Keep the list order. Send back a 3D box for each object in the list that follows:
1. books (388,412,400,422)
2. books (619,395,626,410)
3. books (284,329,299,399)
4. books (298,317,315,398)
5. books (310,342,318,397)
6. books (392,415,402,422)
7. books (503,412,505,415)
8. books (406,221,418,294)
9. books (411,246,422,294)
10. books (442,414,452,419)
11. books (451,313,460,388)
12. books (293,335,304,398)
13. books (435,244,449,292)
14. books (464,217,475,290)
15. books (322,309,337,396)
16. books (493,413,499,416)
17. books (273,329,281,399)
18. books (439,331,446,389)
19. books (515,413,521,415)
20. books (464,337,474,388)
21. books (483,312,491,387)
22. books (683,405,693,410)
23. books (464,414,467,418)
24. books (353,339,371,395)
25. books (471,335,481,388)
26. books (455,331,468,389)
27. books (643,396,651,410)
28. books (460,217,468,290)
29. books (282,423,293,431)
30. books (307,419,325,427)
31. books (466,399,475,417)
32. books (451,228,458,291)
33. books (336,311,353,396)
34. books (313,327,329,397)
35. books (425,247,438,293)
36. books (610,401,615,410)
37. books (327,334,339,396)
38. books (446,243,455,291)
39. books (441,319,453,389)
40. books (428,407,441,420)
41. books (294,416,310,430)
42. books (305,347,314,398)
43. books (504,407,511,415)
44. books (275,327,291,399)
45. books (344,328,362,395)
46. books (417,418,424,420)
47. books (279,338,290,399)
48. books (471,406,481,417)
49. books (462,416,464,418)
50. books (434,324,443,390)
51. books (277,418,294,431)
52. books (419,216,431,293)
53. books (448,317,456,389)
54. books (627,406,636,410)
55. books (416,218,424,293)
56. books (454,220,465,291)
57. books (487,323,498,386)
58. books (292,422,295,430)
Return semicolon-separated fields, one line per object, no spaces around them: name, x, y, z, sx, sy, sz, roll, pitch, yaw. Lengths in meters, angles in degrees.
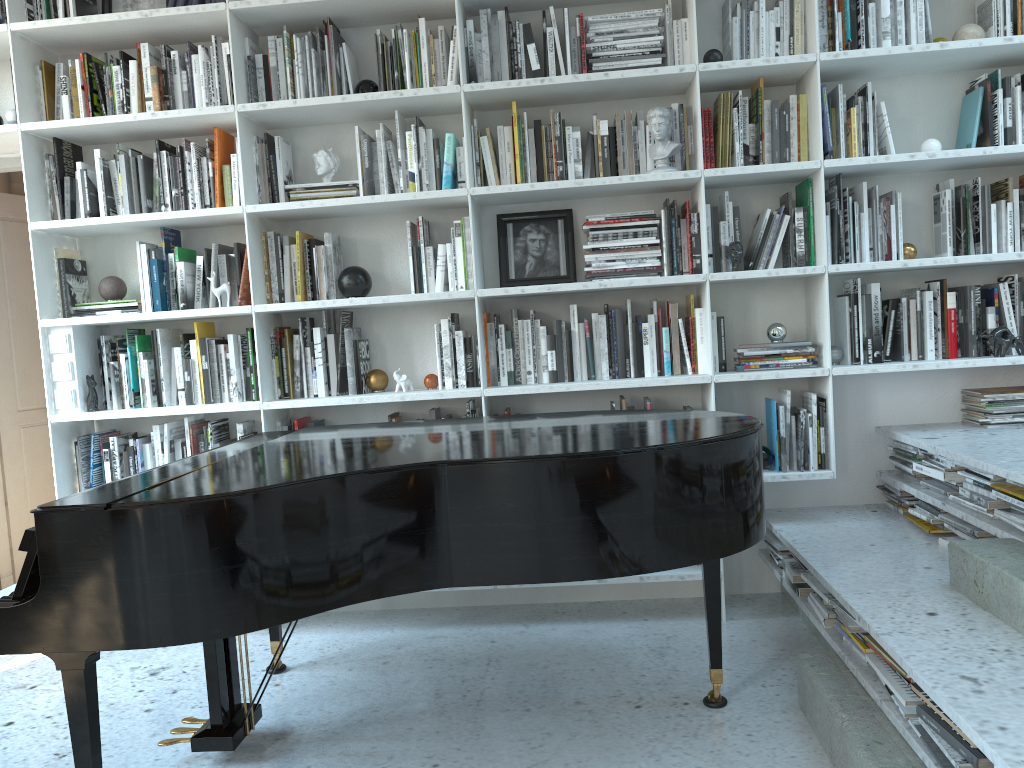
books;-0.461;0.259;3.532;0.012;0.285;0.159;-3;4;5
books;0.429;0.200;3.384;0.013;0.303;0.181;-3;4;5
books;-0.858;-0.082;3.516;0.012;0.272;0.181;-3;4;5
books;-0.804;-0.107;3.517;0.014;0.313;0.166;-3;4;5
books;-0.759;-0.060;3.518;0.021;0.215;0.171;-3;4;5
books;-0.448;0.266;3.527;0.012;0.271;0.142;-3;4;5
books;-0.019;0.245;3.431;0.011;0.266;0.152;-3;4;5
books;-0.381;-0.485;3.464;0.012;0.285;0.159;-3;4;5
books;-0.360;-0.436;3.462;0.025;0.186;0.153;-3;4;5
books;-0.246;0.257;3.487;0.011;0.266;0.190;-3;4;5
books;-0.214;-0.132;3.482;0.014;0.291;0.131;-3;4;5
books;-0.830;-0.072;3.523;0.042;0.248;0.162;-3;4;5
books;-0.266;-0.443;3.454;0.057;0.189;0.156;-3;4;5
books;-0.157;-0.496;3.436;0.021;0.282;0.161;-3;4;5
books;-0.718;-0.126;3.532;0.013;0.339;0.137;-3;4;5
books;-0.056;0.250;3.438;0.014;0.261;0.132;-3;4;5
books;-0.912;-0.082;3.541;0.013;0.276;0.147;-3;4;5
books;-0.263;-0.097;3.497;0.015;0.225;0.148;-3;4;5
books;0.029;0.247;3.408;0.021;0.260;0.169;-3;4;5
books;-0.159;-0.088;3.493;0.031;0.195;0.142;-3;4;5
books;-0.090;-0.137;3.477;0.012;0.285;0.159;-3;4;5
books;0.678;0.211;3.388;0.022;0.249;0.130;-3;4;5
books;-0.164;0.251;3.488;0.013;0.268;0.183;-3;4;5
books;-0.592;-0.069;3.516;0.023;0.212;0.160;-3;4;5
books;-0.134;-0.092;3.477;0.024;0.201;0.158;-3;4;5
books;-0.192;-0.098;3.474;0.029;0.221;0.153;-3;4;5
books;0.522;0.199;3.381;0.015;0.293;0.169;-3;4;5
books;-0.173;-0.494;3.434;0.011;0.279;0.187;-3;4;5
books;-0.883;0.294;3.570;0.023;0.266;0.134;-3;4;5
books;-0.777;0.284;3.565;0.026;0.274;0.146;-3;4;5
books;-0.152;0.224;3.493;0.013;0.320;0.173;-3;4;5
books;-0.211;-0.474;3.441;0.012;0.245;0.171;-3;4;5
books;-0.660;-0.123;3.504;0.050;0.328;0.166;-3;4;5
books;-0.737;-0.088;3.511;0.027;0.269;0.185;-3;4;5
books;-0.308;-0.439;3.473;0.030;0.183;0.154;-3;4;5
books;0.393;0.211;3.401;0.012;0.285;0.159;-3;4;5
books;-0.695;-0.078;3.526;0.029;0.241;0.135;-3;4;5
books;-0.226;-0.446;3.455;0.024;0.188;0.172;-3;4;5
books;-0.245;-0.119;3.475;0.027;0.269;0.158;-3;4;5
books;-0.298;0.244;3.529;0.025;0.294;0.134;-3;4;5
books;-0.830;0.280;3.560;0.013;0.288;0.160;-3;4;5
books;-0.781;-0.049;3.525;0.024;0.196;0.156;-3;4;5
books;-0.009;0.236;3.425;0.012;0.285;0.137;-3;4;5
books;-0.900;-0.086;3.530;0.013;0.283;0.146;-3;4;5
books;-0.620;-0.091;3.501;0.027;0.261;0.163;-3;4;5
books;-0.368;0.271;3.512;0.022;0.251;0.187;-3;4;5
books;-0.877;-0.065;3.527;0.030;0.239;0.157;-3;4;5
books;-0.133;0.237;3.503;0.021;0.290;0.160;-3;4;5
books;-0.175;0.255;3.503;0.012;0.260;0.147;-3;4;5
books;-0.278;-0.110;3.489;0.012;0.254;0.160;-3;4;5
books;-0.900;0.286;3.570;0.012;0.285;0.159;-3;4;5
books;-0.333;-0.494;3.464;0.012;0.298;0.166;-3;4;5
books;-0.225;-0.125;3.487;0.010;0.277;0.155;-3;4;5
books;0.485;0.216;3.412;0.066;0.261;0.132;-3;4;5
books;-0.344;-0.491;3.468;0.011;0.292;0.155;-3;4;5
books;-0.191;-0.488;3.445;0.027;0.270;0.178;-3;4;5
books;-0.069;-0.117;3.474;0.029;0.244;0.154;-3;4;5
books;-0.842;0.284;3.559;0.010;0.282;0.149;-3;4;5
